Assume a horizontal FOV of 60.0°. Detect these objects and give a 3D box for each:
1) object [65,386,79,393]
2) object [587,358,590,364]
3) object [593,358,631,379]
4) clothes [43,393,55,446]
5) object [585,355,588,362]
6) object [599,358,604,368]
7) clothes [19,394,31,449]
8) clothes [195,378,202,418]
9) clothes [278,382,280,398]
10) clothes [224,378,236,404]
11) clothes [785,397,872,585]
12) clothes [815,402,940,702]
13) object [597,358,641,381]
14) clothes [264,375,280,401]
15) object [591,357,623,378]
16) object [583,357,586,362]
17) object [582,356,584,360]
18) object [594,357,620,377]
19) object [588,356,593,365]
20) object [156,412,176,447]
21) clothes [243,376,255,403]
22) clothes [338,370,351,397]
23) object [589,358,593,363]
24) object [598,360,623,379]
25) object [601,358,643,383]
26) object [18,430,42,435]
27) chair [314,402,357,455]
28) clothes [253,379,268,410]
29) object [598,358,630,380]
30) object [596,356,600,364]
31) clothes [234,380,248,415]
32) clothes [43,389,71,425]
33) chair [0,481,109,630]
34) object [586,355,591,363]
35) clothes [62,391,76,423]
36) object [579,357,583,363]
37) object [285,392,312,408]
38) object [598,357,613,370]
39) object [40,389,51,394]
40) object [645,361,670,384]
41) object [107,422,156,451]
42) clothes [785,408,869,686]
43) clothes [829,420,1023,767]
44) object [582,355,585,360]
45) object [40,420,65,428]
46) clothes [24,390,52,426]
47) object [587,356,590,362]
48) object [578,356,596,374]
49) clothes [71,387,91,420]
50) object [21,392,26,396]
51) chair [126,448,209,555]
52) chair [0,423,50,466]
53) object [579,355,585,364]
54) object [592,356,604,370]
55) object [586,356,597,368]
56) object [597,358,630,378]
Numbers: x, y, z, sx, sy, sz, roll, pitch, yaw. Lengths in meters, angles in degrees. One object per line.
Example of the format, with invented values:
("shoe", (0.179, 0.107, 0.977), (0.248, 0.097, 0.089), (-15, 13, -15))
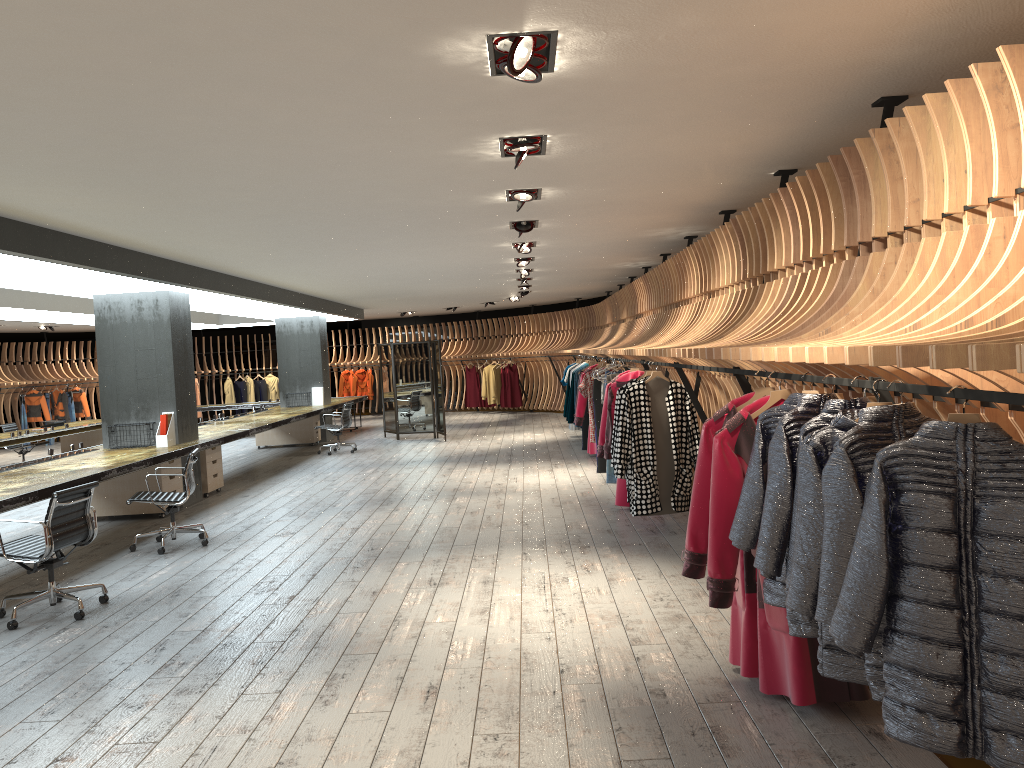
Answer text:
("object", (-10.941, 0.111, 21.827), (0.549, 0.243, 0.023), (-4, 1, -23))
("object", (1.298, -0.334, 14.683), (0.525, 0.270, 0.012), (-3, 1, 1))
("object", (1.240, -0.192, 10.580), (0.549, 0.243, 0.023), (-3, 1, 7))
("clothes", (-11.166, 0.914, 21.306), (0.200, 1.421, 0.309), (-4, 1, -7))
("object", (1.316, -0.367, 15.454), (0.525, 0.270, 0.012), (-3, 1, 6))
("object", (1.257, -0.237, 12.089), (0.525, 0.270, 0.012), (-3, 1, 1))
("clothes", (-11.396, 0.948, 20.759), (0.200, 1.421, 0.309), (-4, 1, -22))
("clothes", (-8.592, 0.419, 24.182), (0.125, 1.155, 0.447), (-4, 1, -34))
("clothes", (-6.384, 0.485, 25.016), (0.087, 1.352, 0.539), (-3, 1, 25))
("clothes", (-7.840, 0.264, 24.567), (0.250, 0.889, 0.704), (-4, 2, -38))
("clothes", (1.139, 0.467, 2.880), (0.511, 0.854, 0.228), (-3, 1, 21))
("clothes", (1.143, 0.480, 2.578), (0.530, 0.855, 0.234), (-3, 1, 0))
("object", (1.228, -0.173, 10.029), (0.549, 0.243, 0.023), (-3, 1, 2))
("clothes", (-6.774, 0.186, 24.920), (0.704, 0.889, 0.250), (-3, 1, 22))
("object", (1.240, -0.199, 10.846), (0.549, 0.250, 0.023), (-3, 1, 2))
("object", (1.319, -0.373, 15.828), (0.525, 0.270, 0.012), (-3, 1, 6))
("object", (1.324, -0.399, 16.395), (0.525, 0.270, 0.012), (-4, 1, -14))
("object", (1.241, -0.207, 10.942), (0.549, 0.243, 0.023), (-2, 2, 37))
("object", (1.293, -0.318, 14.248), (0.525, 0.270, 0.012), (-3, 1, 11))
("object", (-3.982, 0.522, 10.182), (0.129, 0.382, 0.240), (-3, 1, 1))
("clothes", (-7.352, 0.228, 24.768), (0.704, 0.889, 0.250), (-2, 2, 42))
("clothes", (-4.688, 0.044, 25.070), (0.201, 0.881, 0.840), (-3, 2, 16))
("object", (1.315, -0.329, 14.572), (0.525, 0.270, 0.012), (-3, 1, 1))
("object", (1.237, -0.200, 10.738), (0.549, 0.243, 0.023), (-5, 2, -38))
("object", (1.255, -0.157, 9.837), (0.547, 0.262, 0.023), (-3, 1, 2))
("object", (-7.407, 0.751, 13.630), (0.302, 0.071, 0.209), (-4, 2, -4))
("chair", (-3.093, 0.779, 15.512), (0.667, 0.859, 0.693), (-3, 2, -3))
("clothes", (-7.040, 0.533, 24.849), (0.539, 1.352, 0.087), (-3, 1, 25))
("object", (1.232, -0.186, 10.473), (0.549, 0.243, 0.023), (-4, 1, -28))
("object", (1.270, -0.269, 12.982), (0.525, 0.270, 0.012), (-3, 1, 1))
("clothes", (-7.530, 0.568, 24.687), (0.539, 1.352, 0.087), (-2, 1, 35))
("clothes", (-11.045, 0.547, 21.548), (0.839, 0.881, 0.201), (-3, 1, 21))
("chair", (-3.181, 1.133, 6.014), (0.667, 0.859, 0.693), (-3, 2, -3))
("object", (1.313, -0.358, 15.220), (0.525, 0.270, 0.012), (-3, 1, 1))
("clothes", (-10.903, 0.879, 21.840), (0.309, 1.421, 0.200), (-4, 1, -27))
("object", (1.329, -0.407, 16.701), (0.525, 0.270, 0.012), (-3, 1, 6))
("object", (-4.225, 0.317, 17.534), (0.459, 0.289, 0.330), (-3, 2, 4))
("object", (1.248, -0.221, 11.876), (0.524, 0.285, 0.015), (-4, 1, -14))
("object", (-11.210, 0.146, 21.298), (0.023, 0.243, 0.549), (-3, 2, -3))
("object", (1.199, -0.054, 7.321), (0.525, 0.270, 0.012), (-4, 1, -9))
("object", (-4.335, 0.596, 10.133), (0.459, 0.289, 0.330), (-3, 2, -1))
("clothes", (1.130, 0.499, 2.705), (0.585, 0.854, 0.211), (-3, 1, 28))
("clothes", (1.118, 0.517, 2.249), (0.682, 0.854, 0.181), (-2, 2, 44))
("object", (1.352, -0.400, 16.613), (0.523, 0.290, 0.013), (-3, 1, -4))
("object", (-8.026, 0.694, 15.494), (0.261, 0.111, 0.373), (-3, 2, 1))
("clothes", (-11.332, 0.579, 21.061), (0.839, 0.881, 0.201), (-3, 1, 16))
("object", (1.305, -0.340, 14.887), (0.525, 0.270, 0.012), (-3, 1, 6))
("object", (1.282, -0.298, 13.770), (0.525, 0.270, 0.012), (-3, 1, 6))
("clothes", (-10.800, 0.511, 22.069), (0.839, 0.881, 0.201), (-2, 1, 31))
("object", (-11.440, 0.180, 20.737), (0.023, 0.243, 0.549), (-4, 2, -18))
("chair", (-3.158, 1.056, 8.091), (0.668, 0.859, 0.693), (-4, 2, -23))
("chair", (-8.452, 1.097, 15.408), (0.668, 0.859, 0.693), (-4, 2, -13))
("object", (1.306, -0.381, 16.223), (0.524, 0.284, 0.014), (-3, 1, 11))
("object", (1.288, -0.262, 12.736), (0.525, 0.270, 0.012), (-3, 1, 11))
("object", (1.295, -0.305, 13.950), (0.525, 0.270, 0.012), (-2, 1, 26))
("object", (1.250, -0.177, 10.352), (0.548, 0.256, 0.023), (-2, 1, 27))
